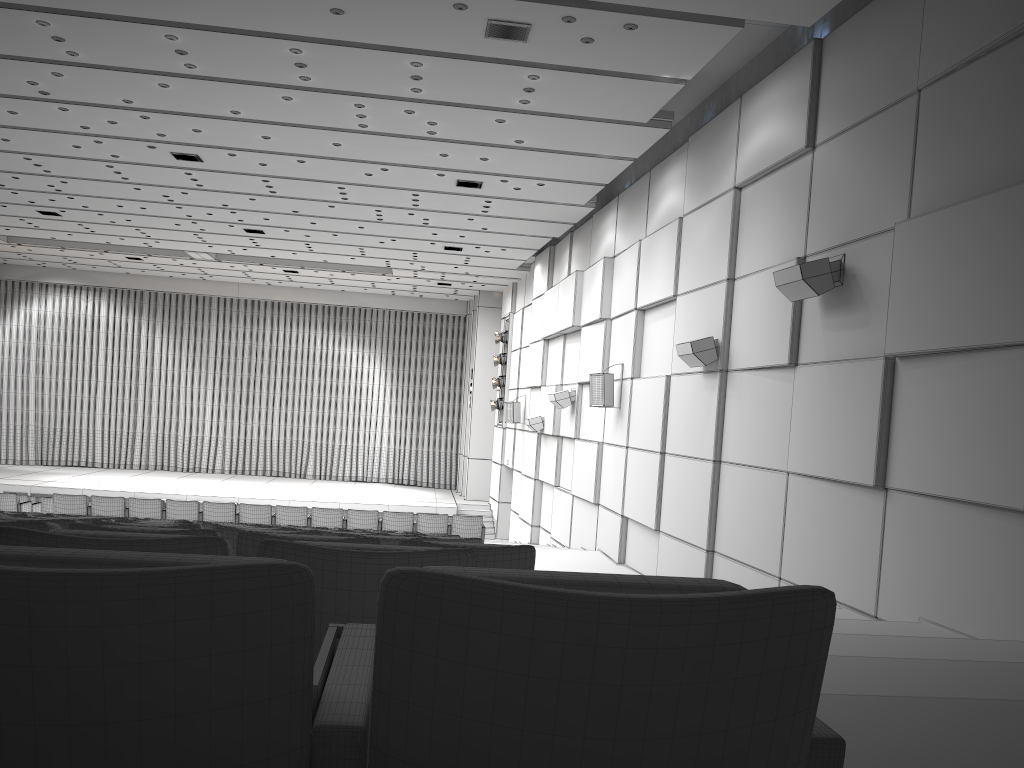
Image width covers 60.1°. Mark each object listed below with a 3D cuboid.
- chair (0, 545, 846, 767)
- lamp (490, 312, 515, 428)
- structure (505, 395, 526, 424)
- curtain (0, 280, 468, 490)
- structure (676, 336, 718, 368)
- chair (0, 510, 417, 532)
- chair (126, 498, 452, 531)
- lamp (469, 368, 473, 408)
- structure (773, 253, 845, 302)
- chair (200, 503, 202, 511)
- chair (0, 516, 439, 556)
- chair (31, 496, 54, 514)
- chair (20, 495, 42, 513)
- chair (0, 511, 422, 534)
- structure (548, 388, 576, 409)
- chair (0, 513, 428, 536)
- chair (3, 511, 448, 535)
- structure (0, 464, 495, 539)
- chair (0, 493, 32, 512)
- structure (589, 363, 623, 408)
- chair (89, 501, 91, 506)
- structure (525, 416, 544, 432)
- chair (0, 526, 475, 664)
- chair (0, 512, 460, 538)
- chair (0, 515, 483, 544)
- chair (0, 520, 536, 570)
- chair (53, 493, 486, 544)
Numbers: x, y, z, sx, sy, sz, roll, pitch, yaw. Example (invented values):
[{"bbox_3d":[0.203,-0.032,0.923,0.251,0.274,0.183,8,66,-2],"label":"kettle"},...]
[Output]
[{"bbox_3d":[-6.456,0.057,0.406,13.757,0.623,0.611,4,0,-6],"label":"chair"},{"bbox_3d":[-0.206,-0.380,25.911,0.756,3.346,1.019,3,2,-10],"label":"lamp"},{"bbox_3d":[0.089,0.650,22.769,0.408,0.745,0.411,5,2,41],"label":"structure"},{"bbox_3d":[-9.460,-0.026,30.904,16.139,6.532,1.426,4,2,-7],"label":"curtain"},{"bbox_3d":[2.316,-0.419,10.860,0.471,0.418,0.519,4,0,-9],"label":"structure"},{"bbox_3d":[-7.663,1.661,10.285,13.207,0.623,0.611,4,0,-6],"label":"chair"},{"bbox_3d":[-3.836,2.376,15.078,6.053,0.623,0.611,4,0,-6],"label":"chair"},{"bbox_3d":[-1.160,0.162,28.399,0.437,1.481,0.384,3,2,-10],"label":"lamp"},{"bbox_3d":[2.797,-1.008,8.352,0.471,0.418,0.519,4,0,-10],"label":"structure"},{"bbox_3d":[-3.984,2.553,16.174,6.603,0.623,0.611,4,0,-6],"label":"chair"},{"bbox_3d":[-6.876,0.590,3.697,13.207,0.623,0.611,4,0,-6],"label":"chair"},{"bbox_3d":[-12.156,2.354,17.469,6.603,0.623,0.611,4,0,-6],"label":"chair"},{"bbox_3d":[-12.007,2.177,16.373,6.053,0.623,0.611,4,0,-6],"label":"chair"},{"bbox_3d":[-7.401,1.304,8.089,13.207,0.623,0.611,4,0,-6],"label":"chair"},{"bbox_3d":[0.999,0.278,17.535,0.471,0.418,0.519,4,0,-11],"label":"structure"},{"bbox_3d":[-7.138,0.947,5.893,13.207,0.623,0.611,4,0,-6],"label":"chair"},{"bbox_3d":[-7.505,1.484,9.190,13.757,0.623,0.611,4,0,-6],"label":"chair"},{"bbox_3d":[-9.312,3.578,27.929,17.829,0.847,8.307,4,-2,-6],"label":"structure"},{"bbox_3d":[-11.893,1.997,15.273,6.603,0.623,0.611,4,0,-6],"label":"chair"},{"bbox_3d":[1.541,0.021,14.485,0.408,0.745,0.411,5,2,41],"label":"structure"},{"bbox_3d":[-12.418,2.711,19.665,6.603,0.623,0.611,4,0,-6],"label":"chair"},{"bbox_3d":[0.554,0.871,20.053,0.471,0.418,0.519,4,0,-9],"label":"structure"},{"bbox_3d":[-6.614,0.233,1.501,13.207,0.623,0.611,4,0,-6],"label":"chair"},{"bbox_3d":[-7.243,1.127,6.994,13.757,0.623,0.611,4,0,-6],"label":"chair"},{"bbox_3d":[-6.980,0.770,4.798,13.757,0.623,0.611,4,0,-6],"label":"chair"},{"bbox_3d":[-6.718,0.414,2.602,13.757,0.623,0.611,4,0,-6],"label":"chair"},{"bbox_3d":[-3.721,2.196,13.978,6.604,0.623,0.611,4,0,-6],"label":"chair"}]
